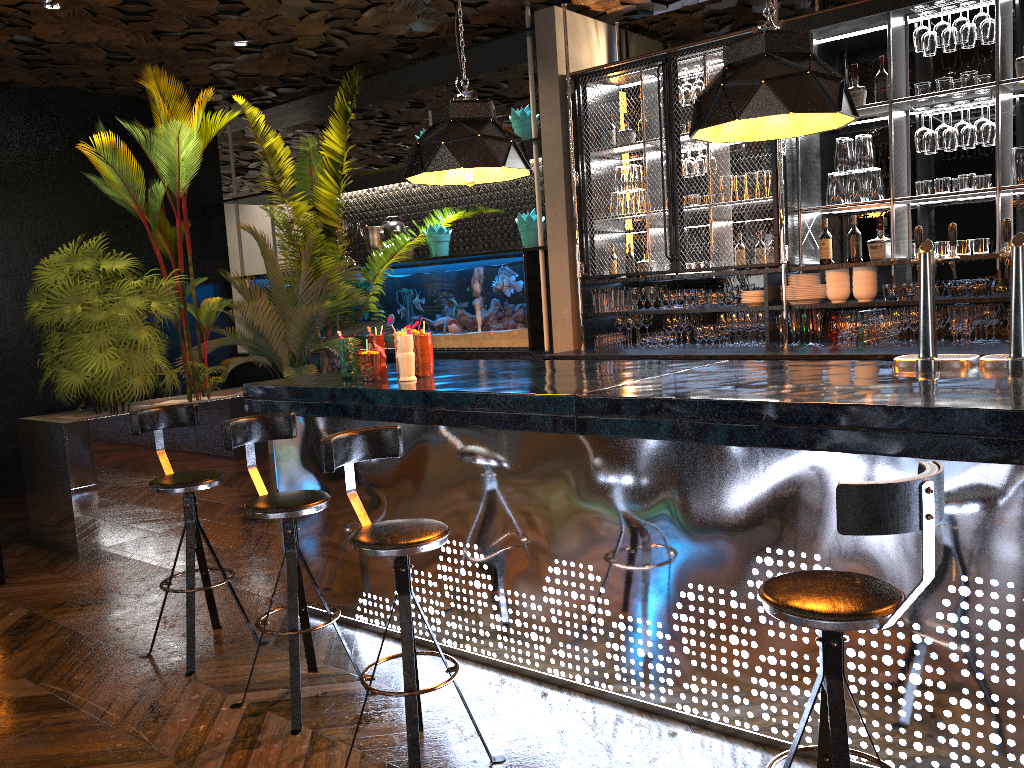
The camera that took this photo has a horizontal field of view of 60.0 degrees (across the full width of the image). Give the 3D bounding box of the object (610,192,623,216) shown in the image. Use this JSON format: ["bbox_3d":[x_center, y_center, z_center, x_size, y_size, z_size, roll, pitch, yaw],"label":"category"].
[{"bbox_3d":[0.783,-1.347,6.663,0.092,0.182,0.092,1,7,34],"label":"object"}]

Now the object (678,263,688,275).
[{"bbox_3d":[1.216,-0.818,6.315,0.077,0.080,0.077,-1,7,25],"label":"object"}]

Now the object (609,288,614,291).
[{"bbox_3d":[0.735,-0.634,6.665,0.067,0.174,0.067,-6,7,-25],"label":"object"}]

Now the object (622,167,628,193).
[{"bbox_3d":[0.868,-1.539,6.689,0.092,0.182,0.092,1,7,34],"label":"object"}]

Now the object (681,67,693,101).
[{"bbox_3d":[1.204,-2.063,6.109,0.081,0.213,0.081,2,9,45],"label":"object"}]

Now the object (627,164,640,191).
[{"bbox_3d":[0.894,-1.526,6.553,0.092,0.182,0.092,1,7,34],"label":"object"}]

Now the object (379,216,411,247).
[{"bbox_3d":[-1.084,-1.401,8.190,0.290,0.292,0.278,-5,6,-13],"label":"object"}]

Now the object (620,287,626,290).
[{"bbox_3d":[0.844,-0.656,6.802,0.067,0.174,0.067,-5,6,-11],"label":"object"}]

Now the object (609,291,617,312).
[{"bbox_3d":[0.744,-0.610,6.536,0.051,0.152,0.058,2,8,44],"label":"object"}]

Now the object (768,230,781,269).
[{"bbox_3d":[1.759,-0.905,5.948,0.075,0.260,0.075,-4,6,-1],"label":"object"}]

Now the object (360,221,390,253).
[{"bbox_3d":[-1.296,-1.341,8.494,0.232,0.398,0.378,-6,6,-20],"label":"object"}]

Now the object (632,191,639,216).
[{"bbox_3d":[0.919,-1.357,6.674,0.092,0.182,0.092,1,7,34],"label":"object"}]

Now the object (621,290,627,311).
[{"bbox_3d":[0.827,-0.624,6.623,0.058,0.152,0.051,-3,6,1],"label":"object"}]

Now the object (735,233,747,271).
[{"bbox_3d":[1.572,-0.908,6.100,0.075,0.261,0.075,-4,6,-1],"label":"object"}]

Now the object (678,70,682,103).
[{"bbox_3d":[1.138,-2.065,6.164,0.081,0.213,0.081,2,9,45],"label":"object"}]

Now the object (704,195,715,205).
[{"bbox_3d":[1.396,-1.293,6.267,0.077,0.080,0.077,1,7,35],"label":"object"}]

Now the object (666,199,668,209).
[{"bbox_3d":[1.149,-1.290,6.386,0.077,0.080,0.077,-8,8,-38],"label":"object"}]

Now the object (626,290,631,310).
[{"bbox_3d":[0.866,-0.631,6.667,0.058,0.152,0.051,-6,7,-24],"label":"object"}]

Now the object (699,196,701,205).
[{"bbox_3d":[1.311,-1.294,6.329,0.077,0.080,0.077,-3,6,4],"label":"object"}]

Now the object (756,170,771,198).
[{"bbox_3d":[1.668,-1.320,5.881,0.092,0.182,0.092,1,7,34],"label":"object"}]

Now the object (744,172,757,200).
[{"bbox_3d":[1.608,-1.325,5.957,0.092,0.182,0.092,1,7,34],"label":"object"}]

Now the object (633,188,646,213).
[{"bbox_3d":[0.935,-1.342,6.525,0.092,0.182,0.092,1,7,34],"label":"object"}]

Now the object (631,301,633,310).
[{"bbox_3d":[0.892,-0.639,6.721,0.058,0.152,0.051,-7,7,-26],"label":"object"}]

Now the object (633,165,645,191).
[{"bbox_3d":[0.941,-1.536,6.616,0.092,0.182,0.092,1,7,34],"label":"object"}]

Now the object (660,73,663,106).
[{"bbox_3d":[1.063,-2.067,6.225,0.081,0.213,0.081,2,9,45],"label":"object"}]

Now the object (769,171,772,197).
[{"bbox_3d":[1.736,-1.332,5.947,0.092,0.182,0.092,1,7,34],"label":"object"}]

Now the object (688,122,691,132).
[{"bbox_3d":[1.256,-1.770,6.132,0.077,0.080,0.077,-5,6,-15],"label":"object"}]

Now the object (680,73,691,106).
[{"bbox_3d":[1.229,-2.082,6.274,0.081,0.213,0.081,2,9,45],"label":"object"}]

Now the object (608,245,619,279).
[{"bbox_3d":[0.772,-0.928,6.756,0.075,0.261,0.075,-4,6,-1],"label":"object"}]

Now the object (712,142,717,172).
[{"bbox_3d":[1.397,-1.582,6.215,0.081,0.213,0.081,2,9,45],"label":"object"}]

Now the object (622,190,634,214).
[{"bbox_3d":[0.864,-1.345,6.597,0.092,0.182,0.092,1,7,34],"label":"object"}]

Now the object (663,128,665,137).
[{"bbox_3d":[1.118,-1.782,6.328,0.077,0.080,0.077,0,7,30],"label":"object"}]

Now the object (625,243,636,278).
[{"bbox_3d":[0.884,-0.922,6.630,0.075,0.260,0.075,-5,6,-16],"label":"object"}]

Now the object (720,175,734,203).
[{"bbox_3d":[1.464,-1.325,6.045,0.092,0.182,0.092,1,7,34],"label":"object"}]

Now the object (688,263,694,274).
[{"bbox_3d":[1.289,-0.838,6.460,0.077,0.080,0.077,-5,6,-11],"label":"object"}]

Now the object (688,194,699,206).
[{"bbox_3d":[1.265,-1.274,6.173,0.077,0.080,0.077,1,7,35],"label":"object"}]

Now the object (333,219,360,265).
[{"bbox_3d":[-1.670,-1.383,8.794,0.250,0.472,0.458,-6,7,-23],"label":"object"}]

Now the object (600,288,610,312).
[{"bbox_3d":[0.692,-0.625,6.602,0.067,0.174,0.067,-5,6,-11],"label":"object"}]

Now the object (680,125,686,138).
[{"bbox_3d":[1.187,-1.777,6.245,0.077,0.080,0.077,-5,6,-15],"label":"object"}]

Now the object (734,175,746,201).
[{"bbox_3d":[1.570,-1.336,6.087,0.092,0.182,0.092,1,7,34],"label":"object"}]

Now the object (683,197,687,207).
[{"bbox_3d":[1.202,-1.283,6.293,0.077,0.080,0.077,-2,6,18],"label":"object"}]

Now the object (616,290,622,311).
[{"bbox_3d":[0.785,-0.617,6.579,0.058,0.152,0.051,2,8,43],"label":"object"}]

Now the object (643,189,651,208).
[{"bbox_3d":[0.987,-1.354,6.607,0.092,0.182,0.092,1,7,34],"label":"object"}]

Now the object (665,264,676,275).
[{"bbox_3d":[1.143,-0.821,6.390,0.077,0.080,0.077,-5,6,-11],"label":"object"}]

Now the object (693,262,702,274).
[{"bbox_3d":[1.330,-0.827,6.331,0.077,0.080,0.077,-3,6,5],"label":"object"}]

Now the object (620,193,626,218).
[{"bbox_3d":[0.840,-1.360,6.747,0.092,0.182,0.092,1,7,34],"label":"object"}]

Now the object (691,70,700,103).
[{"bbox_3d":[1.295,-2.081,6.219,0.081,0.213,0.081,2,9,45],"label":"object"}]

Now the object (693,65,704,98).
[{"bbox_3d":[1.274,-2.061,6.052,0.081,0.213,0.081,2,9,45],"label":"object"}]

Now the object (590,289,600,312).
[{"bbox_3d":[0.623,-0.625,6.643,0.067,0.174,0.067,-9,8,-42],"label":"object"}]

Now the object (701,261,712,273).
[{"bbox_3d":[1.367,-0.819,6.230,0.077,0.080,0.077,0,7,28],"label":"object"}]

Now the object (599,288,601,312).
[{"bbox_3d":[0.673,-0.634,6.700,0.067,0.174,0.067,-5,6,-10],"label":"object"}]

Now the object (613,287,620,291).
[{"bbox_3d":[0.790,-0.645,6.736,0.067,0.174,0.067,-4,6,0],"label":"object"}]

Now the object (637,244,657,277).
[{"bbox_3d":[0.996,-0.912,6.551,0.108,0.244,0.108,-8,8,-36],"label":"object"}]

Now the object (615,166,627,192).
[{"bbox_3d":[0.810,-1.527,6.611,0.092,0.182,0.092,1,7,34],"label":"object"}]

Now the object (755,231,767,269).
[{"bbox_3d":[1.692,-0.910,6.029,0.075,0.260,0.075,-4,6,-1],"label":"object"}]
